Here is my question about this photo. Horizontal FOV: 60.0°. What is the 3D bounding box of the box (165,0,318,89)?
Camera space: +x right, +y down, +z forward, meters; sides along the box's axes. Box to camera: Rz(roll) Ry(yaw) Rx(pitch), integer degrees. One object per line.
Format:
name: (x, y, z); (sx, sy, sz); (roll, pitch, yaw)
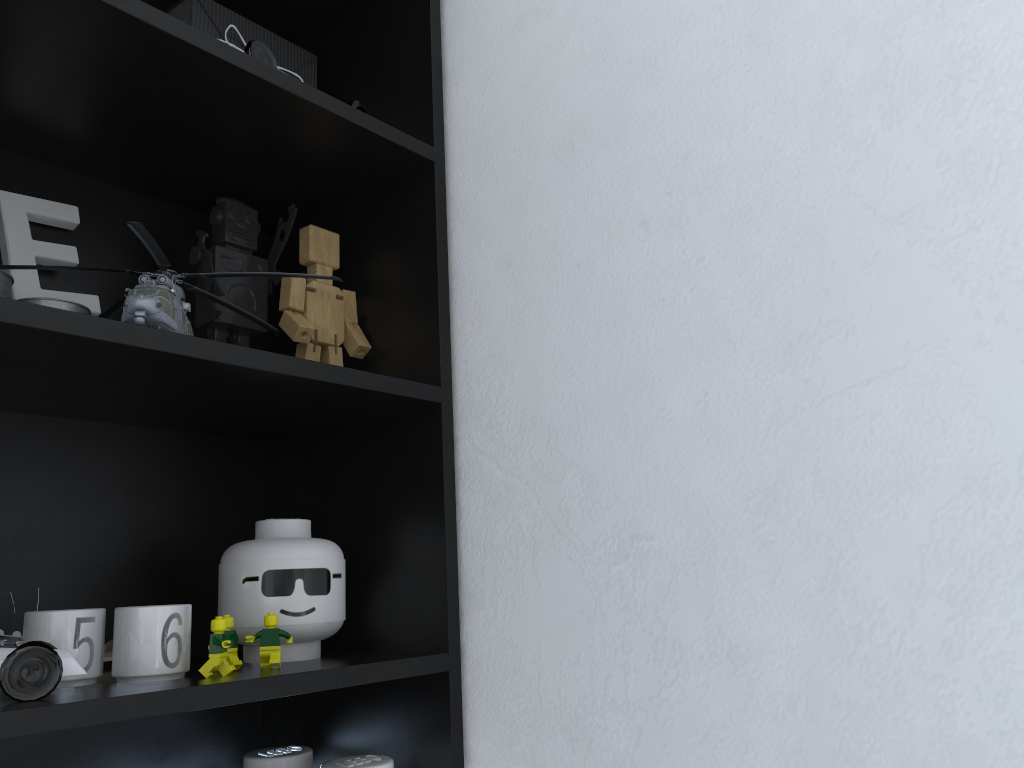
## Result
box: (-0.347, -0.370, 1.153); (0.179, 0.189, 0.252); (-12, -16, 37)

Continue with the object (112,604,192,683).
object: (-0.335, 0.241, 0.825); (0.067, 0.067, 0.067); (7, -16, -37)

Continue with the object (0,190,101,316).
object: (-0.531, -0.146, 1.012); (0.055, 0.151, 0.107); (-12, -15, 37)

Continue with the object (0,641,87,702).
object: (-0.456, 0.225, 0.686); (0.230, 0.048, 0.099); (4, -14, -26)

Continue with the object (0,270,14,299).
object: (-0.556, -0.066, 0.887); (0.095, 0.110, 0.095); (-14, -17, 42)

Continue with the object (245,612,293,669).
object: (-0.243, 0.257, 0.889); (0.042, 0.054, 0.031); (-1, -12, -6)

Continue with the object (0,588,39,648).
object: (-0.662, 0.199, 0.719); (0.093, 0.239, 0.543); (-12, -16, 38)

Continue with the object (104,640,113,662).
object: (-0.428, 0.290, 0.951); (0.070, 0.034, 0.163); (-12, -16, 37)

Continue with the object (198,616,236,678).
object: (-0.271, 0.243, 0.820); (0.031, 0.054, 0.042); (-2, -12, -2)

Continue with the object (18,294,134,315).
object: (-0.429, -0.058, 0.911); (0.246, 0.091, 0.078); (-11, -15, 32)

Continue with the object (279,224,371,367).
object: (-0.233, -0.090, 1.099); (0.052, 0.220, 0.114); (-12, -15, 37)

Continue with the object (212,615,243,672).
object: (-0.285, 0.258, 0.884); (0.031, 0.054, 0.042); (-12, -16, 37)

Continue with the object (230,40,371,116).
object: (-0.258, -0.330, 1.026); (0.098, 0.048, 0.231); (-9, -14, 27)

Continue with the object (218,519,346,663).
object: (-0.260, 0.236, 1.007); (0.139, 0.161, 0.139); (-6, -13, 13)

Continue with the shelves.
shelves: (-0.474, 0.197, 0.758); (0.353, 1.675, 0.912); (-12, -15, 37)

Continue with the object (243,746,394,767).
object: (-0.214, 0.511, 0.968); (0.267, 0.198, 0.132); (-12, -16, 37)

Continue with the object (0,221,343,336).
object: (-0.370, -0.062, 0.933); (0.349, 0.105, 0.368); (-13, -16, 39)

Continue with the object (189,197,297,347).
object: (-0.329, -0.109, 1.083); (0.081, 0.259, 0.117); (-12, -15, 37)

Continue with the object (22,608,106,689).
object: (-0.408, 0.240, 0.808); (0.067, 0.067, 0.067); (7, -16, -37)
